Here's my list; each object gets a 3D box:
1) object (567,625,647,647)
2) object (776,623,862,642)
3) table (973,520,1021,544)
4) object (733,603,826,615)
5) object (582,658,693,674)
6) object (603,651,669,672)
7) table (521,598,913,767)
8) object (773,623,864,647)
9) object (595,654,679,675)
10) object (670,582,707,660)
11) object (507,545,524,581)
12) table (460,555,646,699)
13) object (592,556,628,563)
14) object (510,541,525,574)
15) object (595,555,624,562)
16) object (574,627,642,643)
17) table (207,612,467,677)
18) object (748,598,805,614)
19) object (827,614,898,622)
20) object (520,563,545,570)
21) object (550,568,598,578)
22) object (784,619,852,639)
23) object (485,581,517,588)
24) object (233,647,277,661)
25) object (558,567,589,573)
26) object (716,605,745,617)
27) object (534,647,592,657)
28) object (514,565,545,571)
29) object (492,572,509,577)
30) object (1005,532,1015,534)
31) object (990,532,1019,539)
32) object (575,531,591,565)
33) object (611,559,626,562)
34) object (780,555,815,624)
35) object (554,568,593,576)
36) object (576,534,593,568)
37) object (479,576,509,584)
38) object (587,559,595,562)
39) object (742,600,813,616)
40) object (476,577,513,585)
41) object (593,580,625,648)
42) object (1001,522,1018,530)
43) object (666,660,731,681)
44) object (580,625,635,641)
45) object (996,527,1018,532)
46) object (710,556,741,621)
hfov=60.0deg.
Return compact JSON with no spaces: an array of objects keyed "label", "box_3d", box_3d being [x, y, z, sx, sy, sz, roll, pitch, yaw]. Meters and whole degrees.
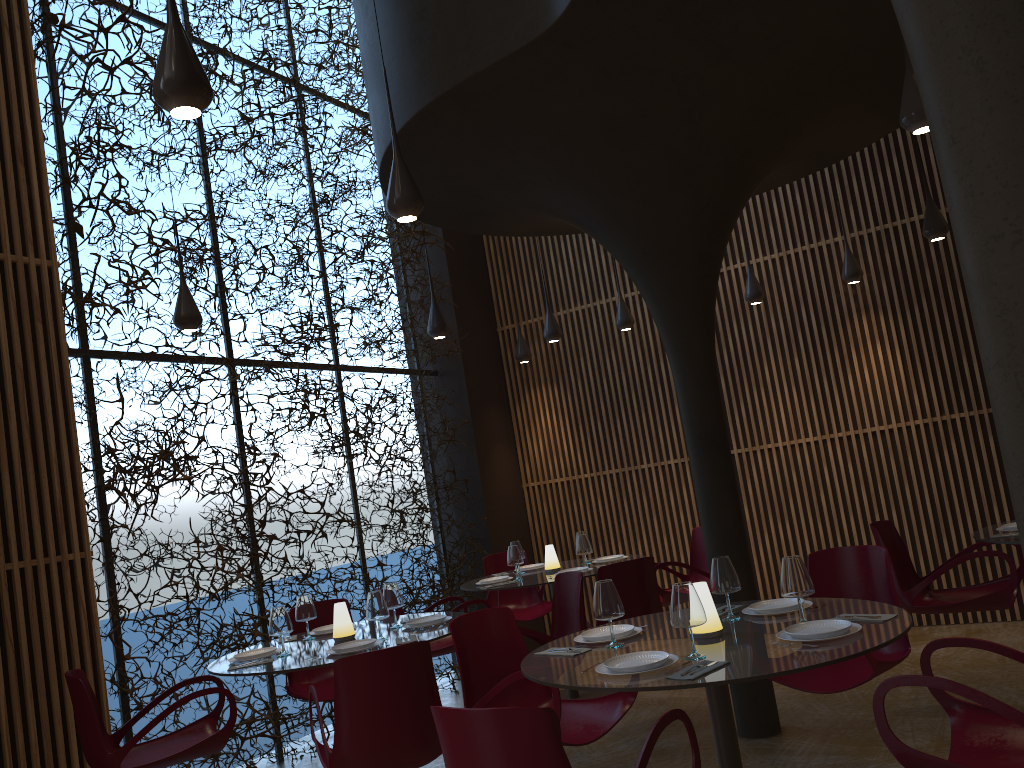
[{"label":"object","box_3d":[0.464,1.207,4.253,0.205,0.012,0.410,-15,-9,42]},{"label":"object","box_3d":[1.236,1.001,3.571,0.331,0.014,0.333,-5,-8,-30]},{"label":"table","box_3d":[3.855,1.385,5.413,1.677,1.127,1.671,-14,-8,39]},{"label":"object","box_3d":[1.276,1.077,4.248,0.412,0.012,0.204,-14,-8,36]},{"label":"object","box_3d":[0.492,1.115,3.512,0.412,0.012,0.204,-15,-9,40]},{"label":"object","box_3d":[0.494,1.103,3.511,0.264,0.029,0.263,-14,-9,38]},{"label":"table","box_3d":[0.953,1.666,3.864,1.670,1.127,1.678,-4,-8,-41]},{"label":"object","box_3d":[1.233,1.002,3.567,0.410,0.012,0.205,-3,-9,-44]},{"label":"object","box_3d":[0.495,1.112,3.510,0.332,0.014,0.332,-12,-7,22]},{"label":"object","box_3d":[0.704,0.943,3.533,0.142,0.294,0.142,-11,-6,21]},{"label":"object","box_3d":[0.030,1.538,7.623,0.142,0.294,0.142,-12,-6,29]},{"label":"table","box_3d":[0.456,2.218,7.834,1.670,1.127,1.678,-7,-7,-18]},{"label":"object","box_3d":[0.883,1.582,7.973,0.332,0.014,0.332,-9,-7,3]},{"label":"object","box_3d":[0.050,1.602,8.189,0.142,0.294,0.142,-12,-6,30]},{"label":"object","box_3d":[0.881,1.572,7.974,0.264,0.029,0.263,-13,-8,32]},{"label":"object","box_3d":[0.461,1.206,4.249,0.331,0.014,0.333,-5,-8,-34]},{"label":"table","box_3d":[-0.977,2.182,5.597,1.670,1.127,1.678,-7,-7,-18]},{"label":"object","box_3d":[1.270,1.067,4.252,0.264,0.029,0.263,-13,-8,31]},{"label":"object","box_3d":[1.481,0.990,3.749,0.126,0.017,0.263,-4,-9,-40]},{"label":"object","box_3d":[0.184,1.733,8.381,0.263,0.029,0.264,-7,-7,-17]},{"label":"object","box_3d":[0.511,1.574,7.395,0.410,0.012,0.205,-7,-7,-14]},{"label":"object","box_3d":[1.235,0.991,3.572,0.263,0.029,0.264,-4,-8,-36]},{"label":"object","box_3d":[-0.094,1.680,7.422,0.261,0.017,0.127,-7,-7,-15]},{"label":"object","box_3d":[-1.585,1.671,5.481,0.263,0.029,0.264,-9,-7,1]},{"label":"object","box_3d":[0.513,1.563,7.398,0.263,0.029,0.263,-12,-7,22]},{"label":"object","box_3d":[1.062,1.142,4.460,0.127,0.017,0.262,-15,-9,40]},{"label":"object","box_3d":[0.231,1.227,4.055,0.126,0.017,0.263,-3,-9,-43]},{"label":"object","box_3d":[0.186,1.742,8.380,0.332,0.014,0.332,-12,-7,22]},{"label":"object","box_3d":[-0.108,1.790,8.327,0.126,0.017,0.263,-7,-7,-14]},{"label":"object","box_3d":[3.312,0.926,5.726,0.205,0.012,0.410,-13,-8,32]},{"label":"object","box_3d":[3.117,0.935,5.491,0.262,0.017,0.126,-14,-8,36]},{"label":"object","box_3d":[0.651,1.492,8.076,0.142,0.294,0.142,-4,-7,-43]},{"label":"object","box_3d":[0.885,1.582,7.969,0.204,0.012,0.412,-6,-7,-24]},{"label":"object","box_3d":[1.229,0.892,3.815,0.142,0.294,0.142,-10,-6,4]},{"label":"object","box_3d":[0.515,1.572,7.397,0.331,0.014,0.333,-3,-9,-42]},{"label":"object","box_3d":[0.620,1.441,7.605,0.142,0.294,0.142,-8,-6,-11]},{"label":"object","box_3d":[-0.153,1.708,7.718,0.263,0.029,0.263,-11,-7,17]},{"label":"object","box_3d":[0.806,1.636,8.262,0.261,0.017,0.127,-7,-7,-19]},{"label":"object","box_3d":[1.272,1.076,4.251,0.332,0.014,0.332,-11,-7,12]},{"label":"object","box_3d":[-0.152,1.717,7.717,0.332,0.014,0.332,-10,-7,11]},{"label":"object","box_3d":[0.441,1.044,4.030,0.142,0.294,0.142,-7,-6,-22]},{"label":"object","box_3d":[3.309,0.915,5.723,0.263,0.029,0.264,-6,-7,-24]},{"label":"object","box_3d":[0.692,1.061,3.284,0.261,0.017,0.127,-2,-9,-45]},{"label":"object","box_3d":[0.460,1.197,4.250,0.264,0.029,0.263,-13,-8,30]},{"label":"object","box_3d":[3.310,0.925,5.722,0.333,0.014,0.331,-15,-9,43]},{"label":"object","box_3d":[1.021,0.975,4.235,0.142,0.294,0.142,-11,-6,17]}]
